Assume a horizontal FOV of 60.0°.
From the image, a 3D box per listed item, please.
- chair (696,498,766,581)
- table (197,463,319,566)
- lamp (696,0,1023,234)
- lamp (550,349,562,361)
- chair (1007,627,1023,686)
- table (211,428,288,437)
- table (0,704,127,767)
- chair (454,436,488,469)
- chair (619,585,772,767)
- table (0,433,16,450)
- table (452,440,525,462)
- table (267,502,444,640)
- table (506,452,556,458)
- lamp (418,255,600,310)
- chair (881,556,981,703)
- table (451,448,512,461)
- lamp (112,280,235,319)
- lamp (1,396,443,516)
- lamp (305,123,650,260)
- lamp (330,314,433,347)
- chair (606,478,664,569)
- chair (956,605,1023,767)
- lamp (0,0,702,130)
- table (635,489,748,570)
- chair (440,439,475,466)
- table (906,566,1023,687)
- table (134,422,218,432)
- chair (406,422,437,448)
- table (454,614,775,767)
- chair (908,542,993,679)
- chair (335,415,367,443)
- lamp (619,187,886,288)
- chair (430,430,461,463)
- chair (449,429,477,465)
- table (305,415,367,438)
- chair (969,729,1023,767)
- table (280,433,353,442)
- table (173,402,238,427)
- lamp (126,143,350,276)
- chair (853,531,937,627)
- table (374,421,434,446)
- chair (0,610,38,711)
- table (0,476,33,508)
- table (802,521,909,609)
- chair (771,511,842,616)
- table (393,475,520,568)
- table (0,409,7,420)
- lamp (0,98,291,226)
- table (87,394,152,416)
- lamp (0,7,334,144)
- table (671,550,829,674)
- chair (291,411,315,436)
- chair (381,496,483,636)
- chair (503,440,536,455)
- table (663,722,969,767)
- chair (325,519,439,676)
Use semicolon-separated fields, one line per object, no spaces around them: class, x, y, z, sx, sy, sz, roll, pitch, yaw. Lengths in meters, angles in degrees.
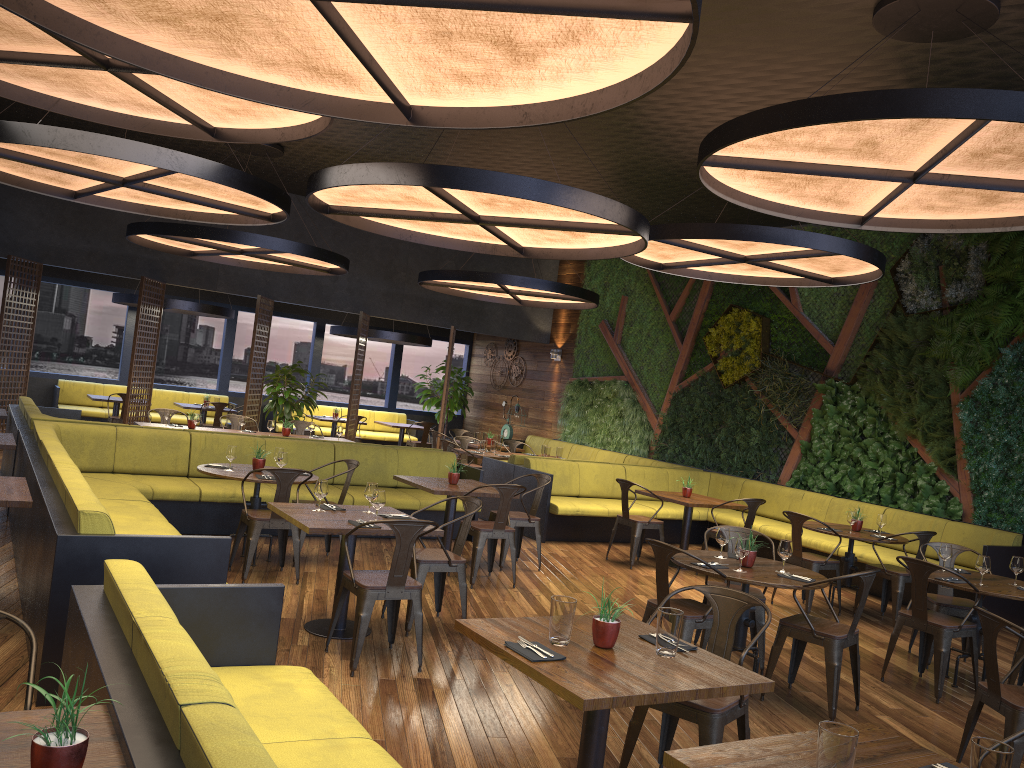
chair;2.338;1.619;9.359;0.504;0.917;0.541;7;0;-31
table;-2.202;1.128;7.558;1.007;0.760;1.007;7;0;6
lamp;2.673;-1.844;5.747;2.778;1.159;2.778;7;0;36
lamp;0.819;-0.569;17.138;0.189;0.215;0.215;7;0;-31
chair;3.805;1.782;6.133;0.541;0.917;0.504;7;0;41
table;-3.299;1.013;11.199;0.906;0.763;0.887;7;0;-31
table;-1.280;1.209;1.746;0.906;0.763;0.887;7;0;-31
chair;-0.656;1.272;13.422;0.504;0.917;0.541;7;0;-31
chair;0.832;1.403;3.979;0.504;0.917;0.541;7;0;36
table;-4.765;0.811;7.506;0.887;0.763;0.906;7;0;-31
table;-0.441;1.386;14.731;0.887;0.763;0.906;7;0;-31
table;-1.096;1.255;5.885;0.906;0.763;0.887;7;0;-31
table;0.470;1.491;13.312;0.887;0.763;0.906;7;0;-31
lamp;0.023;-2.025;13.585;2.778;1.362;2.778;7;0;23
chair;2.933;1.675;6.178;0.541;0.917;0.504;7;0;-31
table;-0.322;1.390;12.831;0.887;0.763;0.906;7;0;-31
lamp;-5.686;-2.338;15.285;1.979;2.172;1.979;7;0;14
lamp;-5.289;-0.226;9.456;9.057;2.714;3.017;7;0;-31
lamp;-0.190;-2.011;7.287;2.778;1.475;2.778;7;0;18
lamp;-2.417;-1.925;17.271;1.979;2.172;1.979;7;0;44
chair;1.353;1.499;9.606;0.541;0.917;0.504;7;0;-31
chair;2.582;1.622;4.468;0.541;0.917;0.504;7;0;-1
lamp;-0.644;-2.090;3.207;2.778;1.475;2.778;7;0;23
table;1.965;1.656;9.960;0.887;0.763;0.906;7;0;-31
chair;-0.787;1.251;12.457;0.541;0.917;0.504;7;0;-31
table;3.371;1.810;6.454;1.007;0.760;1.007;7;0;26
table;-4.070;0.915;10.731;0.906;0.763;0.887;7;0;-31
chair;-1.754;1.156;16.892;0.504;0.917;0.541;7;0;-31
table;0.330;1.418;3.477;0.887;0.763;0.906;7;0;-31
chair;3.457;1.744;6.974;0.504;0.917;0.541;7;0;8
chair;-2.969;1.002;16.154;0.504;0.917;0.541;7;0;-31
lamp;2.553;-1.838;9.476;2.778;1.159;2.778;7;0;-41
chair;-1.100;1.223;14.349;0.541;0.917;0.504;7;0;-31
chair;-0.864;1.258;15.364;0.504;0.917;0.541;7;0;-31
table;-3.368;1.036;16.738;0.906;0.763;0.887;7;0;-31
chair;1.612;1.492;2.633;0.541;0.917;0.504;7;0;-12
table;-2.534;1.110;11.670;0.906;0.763;0.887;7;0;-31
table;-5.407;0.777;15.499;0.906;0.763;0.887;7;0;-31
lamp;-3.446;-2.389;11.576;2.778;1.475;2.778;7;0;-31
chair;3.573;1.765;8.211;0.504;0.917;0.541;7;0;-31
table;-2.177;1.187;17.457;0.887;0.763;0.906;7;0;-31
chair;-1.564;1.097;2.314;0.504;0.917;0.541;7;0;-31
table;-3.380;0.969;5.194;0.887;0.763;0.906;7;0;-31
table;3.279;1.811;8.651;1.007;0.760;1.007;7;0;26
chair;2.788;1.669;8.342;0.541;0.917;0.504;7;0;-31
table;-0.584;1.333;8.412;0.887;0.763;0.906;7;0;-31
table;-6.154;0.653;9.816;0.887;0.763;0.906;7;0;-31
lamp;-3.231;-2.385;7.568;2.778;1.475;2.778;7;0;-27
table;-6.595;0.626;14.772;0.887;0.763;0.906;7;0;-31
lamp;-2.431;-2.476;5.471;2.778;1.159;2.778;7;0;19
table;1.503;1.576;5.820;1.007;0.760;1.007;7;0;-44
chair;-3.930;0.885;16.443;0.541;0.917;0.504;7;0;-31
chair;-0.537;1.247;6.250;0.541;0.917;0.504;7;0;-31
chair;0.082;1.366;13.870;0.504;0.917;0.541;7;0;-31
table;0.996;1.494;2.367;0.906;0.763;0.887;7;0;-31
chair;-0.764;1.213;5.296;0.504;0.917;0.541;7;0;-31
